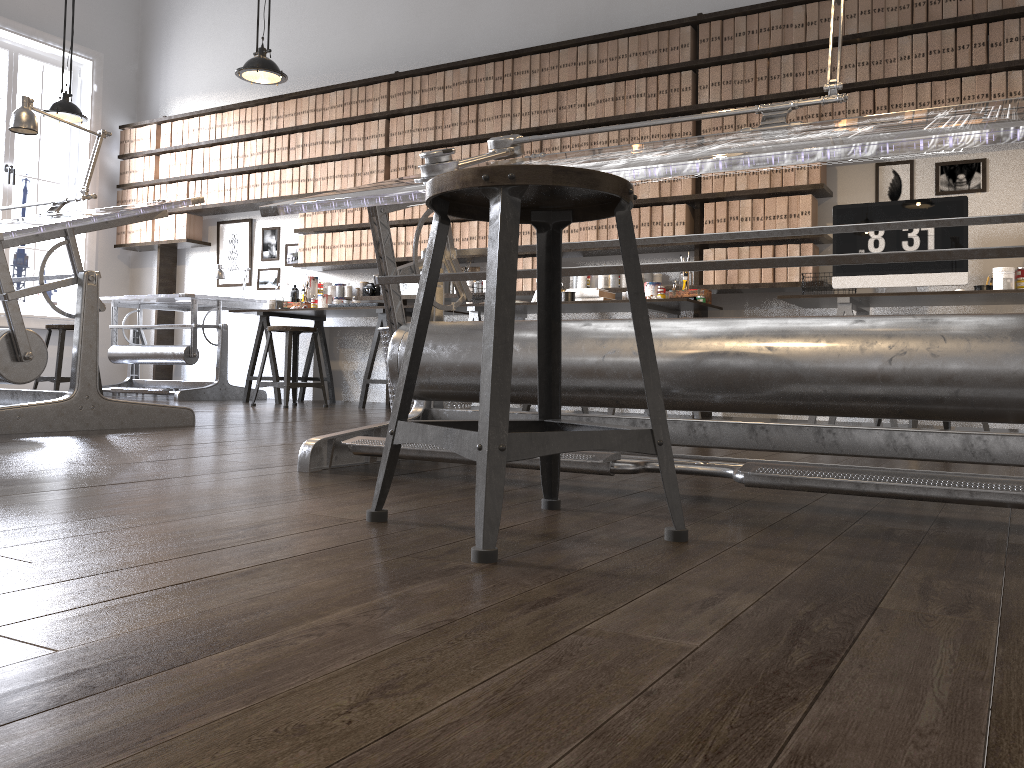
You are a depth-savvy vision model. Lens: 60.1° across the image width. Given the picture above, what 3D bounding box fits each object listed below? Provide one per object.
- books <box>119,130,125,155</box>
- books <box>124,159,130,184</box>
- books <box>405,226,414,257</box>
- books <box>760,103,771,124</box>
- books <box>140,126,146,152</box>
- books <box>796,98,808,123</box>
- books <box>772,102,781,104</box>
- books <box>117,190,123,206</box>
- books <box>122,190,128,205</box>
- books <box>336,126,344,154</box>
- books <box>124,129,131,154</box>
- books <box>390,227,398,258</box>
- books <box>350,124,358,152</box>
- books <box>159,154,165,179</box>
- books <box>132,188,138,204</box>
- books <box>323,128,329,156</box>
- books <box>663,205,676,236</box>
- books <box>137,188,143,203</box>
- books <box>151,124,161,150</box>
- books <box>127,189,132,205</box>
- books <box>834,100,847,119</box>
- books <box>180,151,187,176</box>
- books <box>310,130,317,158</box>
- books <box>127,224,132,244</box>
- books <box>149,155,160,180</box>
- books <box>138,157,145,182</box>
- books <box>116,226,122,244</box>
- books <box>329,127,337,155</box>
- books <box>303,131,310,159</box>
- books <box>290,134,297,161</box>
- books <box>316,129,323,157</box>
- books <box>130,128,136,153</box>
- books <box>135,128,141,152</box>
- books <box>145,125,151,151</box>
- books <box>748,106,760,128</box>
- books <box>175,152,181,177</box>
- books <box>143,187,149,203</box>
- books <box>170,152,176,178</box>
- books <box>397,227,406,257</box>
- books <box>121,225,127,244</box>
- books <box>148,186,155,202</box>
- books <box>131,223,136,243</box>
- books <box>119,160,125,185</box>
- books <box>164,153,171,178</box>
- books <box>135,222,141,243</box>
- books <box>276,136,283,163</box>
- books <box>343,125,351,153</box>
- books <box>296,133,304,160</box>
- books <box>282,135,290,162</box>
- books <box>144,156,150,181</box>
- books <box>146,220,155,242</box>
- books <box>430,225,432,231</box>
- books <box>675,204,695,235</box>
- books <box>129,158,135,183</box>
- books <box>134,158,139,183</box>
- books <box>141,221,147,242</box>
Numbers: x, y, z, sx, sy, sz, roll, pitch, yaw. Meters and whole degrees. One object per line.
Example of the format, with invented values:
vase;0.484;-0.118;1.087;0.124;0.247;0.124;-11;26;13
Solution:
books;-3.511;-2.201;8.145;0.067;0.226;0.174;0;-2;30
books;-3.447;-1.922;8.094;0.067;0.226;0.174;0;-2;30
books;-0.699;-1.026;6.470;0.067;0.226;0.174;0;-2;30
books;1.515;-1.516;5.220;0.067;0.226;0.174;0;-2;30
books;-3.262;-2.194;8.007;0.067;0.226;0.174;0;-2;30
books;1.693;-1.511;5.117;0.067;0.226;0.174;0;-2;30
books;1.574;-1.514;5.182;0.067;0.226;0.174;0;-2;30
books;-3.531;-1.649;8.126;0.067;0.226;0.174;0;-2;30
books;-3.470;-1.648;8.097;0.067;0.226;0.174;0;-2;30
books;-1.277;-1.859;6.842;0.067;0.226;0.174;0;-2;30
books;-3.448;-2.199;8.108;0.067;0.226;0.174;0;-2;30
books;-0.826;-1.030;6.535;0.067;0.226;0.174;0;-2;30
books;-1.153;-1.855;6.777;0.067;0.226;0.174;0;-2;30
books;-3.034;-1.905;7.858;0.067;0.226;0.174;0;-2;30
books;-3.349;-1.645;8.023;0.067;0.226;0.174;0;-2;30
books;-1.392;-1.862;6.912;0.067;0.226;0.174;0;-2;30
books;0.997;-0.982;5.485;0.067;0.226;0.174;0;-2;30
books;-3.285;-1.643;7.992;0.067;0.226;0.174;0;-2;30
books;-3.139;-2.191;7.934;0.067;0.226;0.174;0;-2;30
books;-3.408;-1.646;8.062;0.067;0.226;0.174;0;-2;30
books;1.871;-1.506;5.016;0.067;0.226;0.174;0;-2;30
books;-2.796;-1.899;7.724;0.067;0.226;0.174;0;-2;30
books;-1.508;-1.865;6.980;0.067;0.226;0.174;0;-2;30
books;-3.400;-1.368;8.043;0.067;0.226;0.174;0;-2;30
books;-3.150;-1.914;7.928;0.067;0.226;0.174;0;-2;30
books;-3.273;-1.917;7.992;0.067;0.226;0.174;0;-2;30
books;-3.529;-1.372;8.117;0.067;0.226;0.174;0;-2;30
books;-1.339;-1.860;6.879;0.067;0.226;0.174;0;-2;30
books;-1.569;-1.866;7.016;0.067;0.226;0.174;0;-2;30
books;-1.692;-1.870;7.087;0.067;0.226;0.174;0;-2;30
books;-1.453;-1.863;6.942;0.067;0.226;0.174;0;-2;30
books;-3.384;-2.198;8.075;0.067;0.226;0.174;0;-2;30
books;-3.322;-2.196;8.044;0.067;0.226;0.174;0;-2;30
books;-3.203;-2.193;7.969;0.067;0.226;0.174;0;-2;30
books;1.456;-1.517;5.257;0.067;0.226;0.174;0;-2;30
books;-2.854;-1.900;7.755;0.067;0.226;0.174;0;-2;30
books;-3.223;-1.642;7.949;0.067;0.226;0.174;0;-2;30
books;-2.911;-1.902;7.783;0.067;0.226;0.174;0;-2;30
books;-0.762;-1.028;6.502;0.067;0.226;0.174;0;-2;30
books;-3.466;-1.370;8.075;0.067;0.226;0.174;0;-2;30
books;-3.156;-1.640;7.917;0.067;0.226;0.174;0;-2;30
books;-3.344;-1.367;8.008;0.067;0.226;0.174;0;-2;30
books;-3.506;-1.923;8.133;0.067;0.226;0.174;0;-2;30
books;-2.973;-1.903;7.819;0.067;0.226;0.174;0;-2;30
books;-3.292;-1.366;7.972;0.067;0.226;0.174;0;-2;30
books;-1.821;-1.873;7.162;0.067;0.226;0.174;0;-2;30
books;-1.214;-1.857;6.810;0.067;0.226;0.174;0;-2;30
books;-1.633;-1.868;7.048;0.067;0.226;0.174;0;-2;30
books;-1.760;-1.871;7.120;0.067;0.226;0.174;0;-2;30
books;-3.211;-1.915;7.964;0.067;0.226;0.174;0;-2;30
books;-3.164;-1.362;7.903;0.067;0.226;0.174;0;-2;30
books;-0.517;-1.021;6.361;0.067;0.226;0.174;0;-2;30
books;1.065;-0.980;5.447;0.067;0.226;0.174;0;-2;30
books;-3.383;-1.920;8.060;0.067;0.226;0.174;0;-2;30
books;-3.328;-1.918;8.030;0.067;0.226;0.174;0;-2;30
books;-3.229;-1.364;7.936;0.067;0.226;0.174;0;-2;30
